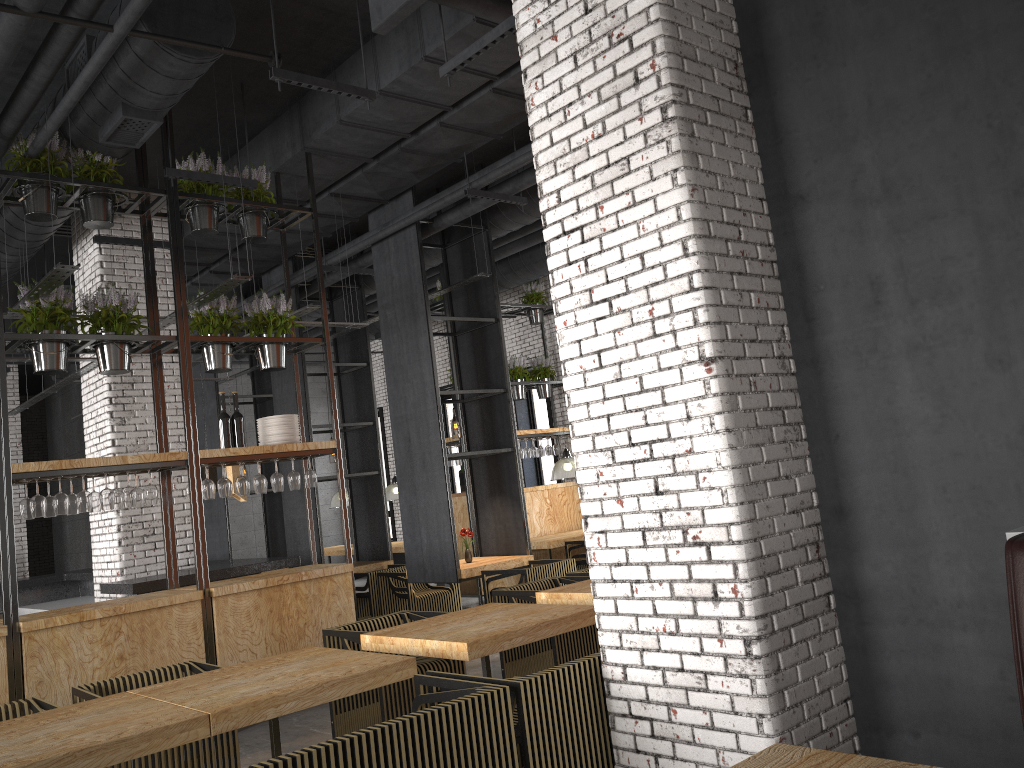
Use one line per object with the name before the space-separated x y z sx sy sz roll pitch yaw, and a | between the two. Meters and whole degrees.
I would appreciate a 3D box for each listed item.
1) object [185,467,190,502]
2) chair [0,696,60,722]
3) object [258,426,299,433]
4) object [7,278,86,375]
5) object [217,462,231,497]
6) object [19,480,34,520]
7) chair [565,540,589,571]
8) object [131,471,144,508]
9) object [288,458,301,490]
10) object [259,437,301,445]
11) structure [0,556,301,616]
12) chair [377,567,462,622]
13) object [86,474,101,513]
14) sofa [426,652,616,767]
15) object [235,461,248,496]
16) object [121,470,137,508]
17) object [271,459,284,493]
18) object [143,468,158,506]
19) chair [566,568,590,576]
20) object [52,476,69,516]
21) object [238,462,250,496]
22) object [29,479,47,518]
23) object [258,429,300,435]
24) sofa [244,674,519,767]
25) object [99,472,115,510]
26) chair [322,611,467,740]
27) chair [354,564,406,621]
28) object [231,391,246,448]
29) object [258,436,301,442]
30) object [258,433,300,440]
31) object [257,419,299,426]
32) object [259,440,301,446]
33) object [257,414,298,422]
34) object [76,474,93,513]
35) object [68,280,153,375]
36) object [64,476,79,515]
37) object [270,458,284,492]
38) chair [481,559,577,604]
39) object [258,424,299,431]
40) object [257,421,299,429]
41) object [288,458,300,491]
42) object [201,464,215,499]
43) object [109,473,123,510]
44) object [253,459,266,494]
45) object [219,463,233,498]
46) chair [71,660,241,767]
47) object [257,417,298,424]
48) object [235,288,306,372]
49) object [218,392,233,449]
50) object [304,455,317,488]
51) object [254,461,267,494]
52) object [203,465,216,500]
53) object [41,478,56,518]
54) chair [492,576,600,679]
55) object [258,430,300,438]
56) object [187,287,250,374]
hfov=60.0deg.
object | -2.461 0.769 6.825 0.101 0.268 0.100 -7 -7 -5
chair | -2.496 1.951 4.155 0.657 0.732 0.637 -1 -9 -41
object | -1.910 0.388 7.262 0.335 0.039 0.334 -3 -8 -34
object | -3.273 -0.353 6.260 0.467 0.560 0.415 -7 -7 -3
object | -2.179 0.719 6.700 0.101 0.268 0.100 -7 -7 -5
object | -3.317 0.793 6.063 0.101 0.268 0.100 -3 -8 -28
chair | 1.136 2.241 10.859 0.657 0.732 0.637 -1 -9 -41
object | -2.774 0.778 6.547 0.101 0.268 0.100 -3 -8 -28
object | -1.745 0.707 7.086 0.101 0.268 0.101 -9 -7 11
object | -1.899 0.480 7.251 0.334 0.046 0.334 -11 -7 29
structure | -5.462 2.502 9.084 4.311 1.537 5.861 -1 -9 -42
chair | -1.007 2.391 9.755 0.657 0.732 0.637 -2 -9 -39
object | -2.994 0.784 6.351 0.101 0.268 0.100 -3 -8 -28
sofa | 0.540 1.581 4.311 1.806 0.732 0.638 -1 -9 -42
object | -2.075 0.716 6.792 0.101 0.268 0.101 -9 -7 11
object | -2.697 0.733 6.238 0.101 0.268 0.100 -3 -8 -28
object | -1.932 0.754 7.296 0.101 0.268 0.101 -9 -7 11
object | -2.587 0.730 6.336 0.101 0.268 0.100 -3 -8 -28
chair | 0.942 1.860 7.247 0.657 0.732 0.637 -1 -9 -42
object | -3.027 0.742 5.944 0.101 0.268 0.100 -3 -8 -28
object | -2.152 0.761 7.100 0.101 0.268 0.101 -9 -7 11
object | -3.130 0.745 5.852 0.101 0.268 0.100 -3 -8 -28
object | -1.907 0.403 7.260 0.335 0.040 0.333 -5 -7 -20
sofa | -0.847 1.620 3.077 1.806 0.732 0.638 -1 -9 -42
object | -2.807 0.736 6.140 0.101 0.268 0.100 -3 -8 -28
chair | -0.746 1.907 5.744 0.657 0.732 0.637 -1 -10 -43
chair | -1.512 2.519 10.324 0.657 0.732 0.637 -1 -9 -40
object | -2.182 0.296 7.045 0.098 0.472 0.098 -9 -8 10
object | -1.900 0.461 7.253 0.334 0.037 0.334 -9 -7 14
object | -1.903 0.442 7.255 0.334 0.040 0.334 -9 -7 12
object | -1.918 0.330 7.271 0.334 0.044 0.334 -9 -7 18
object | -1.895 0.500 7.248 0.335 0.033 0.334 -3 -8 -34
object | -1.922 0.292 7.276 0.334 0.039 0.334 -10 -7 22
object | -2.917 0.739 6.042 0.101 0.268 0.100 -3 -8 -28
object | -2.966 -0.358 6.570 0.416 0.560 0.466 -9 -7 15
object | -3.104 0.787 6.253 0.101 0.268 0.100 -3 -8 -28
object | -1.855 0.710 6.988 0.101 0.268 0.101 -9 -7 11
chair | 0.196 2.090 8.445 0.657 0.732 0.637 -1 -10 -43
object | -1.912 0.369 7.264 0.334 0.043 0.334 -11 -7 31
object | -1.915 0.350 7.268 0.334 0.041 0.334 -9 -7 17
object | -1.822 0.751 7.394 0.101 0.268 0.101 -9 -7 11
object | -2.274 0.722 6.615 0.101 0.268 0.100 -7 -7 -5
object | -2.884 0.781 6.449 0.101 0.268 0.100 -3 -8 -28
object | -1.965 0.713 6.890 0.101 0.268 0.101 -9 -7 11
object | -2.262 0.764 7.002 0.101 0.268 0.101 -9 -7 11
chair | -1.889 1.937 4.713 0.657 0.732 0.637 -2 -9 -39
object | -1.919 0.311 7.272 0.334 0.039 0.334 -10 -7 23
object | -1.997 -0.394 7.350 0.415 0.560 0.467 -14 -9 41
object | -2.262 0.298 6.973 0.098 0.472 0.098 -9 -8 10
object | -1.635 0.704 7.184 0.101 0.268 0.101 -9 -7 11
object | -2.042 0.757 7.198 0.101 0.268 0.101 -9 -7 11
object | -2.365 0.766 6.910 0.101 0.268 0.100 -7 -7 -5
object | -3.214 0.790 6.155 0.101 0.268 0.100 -3 -8 -28
chair | 0.343 1.874 6.695 0.657 0.732 0.637 -1 -9 -41
object | -1.905 0.423 7.258 0.334 0.039 0.334 -9 -7 14
object | -2.371 -0.376 7.085 0.467 0.560 0.415 -3 -8 -34
